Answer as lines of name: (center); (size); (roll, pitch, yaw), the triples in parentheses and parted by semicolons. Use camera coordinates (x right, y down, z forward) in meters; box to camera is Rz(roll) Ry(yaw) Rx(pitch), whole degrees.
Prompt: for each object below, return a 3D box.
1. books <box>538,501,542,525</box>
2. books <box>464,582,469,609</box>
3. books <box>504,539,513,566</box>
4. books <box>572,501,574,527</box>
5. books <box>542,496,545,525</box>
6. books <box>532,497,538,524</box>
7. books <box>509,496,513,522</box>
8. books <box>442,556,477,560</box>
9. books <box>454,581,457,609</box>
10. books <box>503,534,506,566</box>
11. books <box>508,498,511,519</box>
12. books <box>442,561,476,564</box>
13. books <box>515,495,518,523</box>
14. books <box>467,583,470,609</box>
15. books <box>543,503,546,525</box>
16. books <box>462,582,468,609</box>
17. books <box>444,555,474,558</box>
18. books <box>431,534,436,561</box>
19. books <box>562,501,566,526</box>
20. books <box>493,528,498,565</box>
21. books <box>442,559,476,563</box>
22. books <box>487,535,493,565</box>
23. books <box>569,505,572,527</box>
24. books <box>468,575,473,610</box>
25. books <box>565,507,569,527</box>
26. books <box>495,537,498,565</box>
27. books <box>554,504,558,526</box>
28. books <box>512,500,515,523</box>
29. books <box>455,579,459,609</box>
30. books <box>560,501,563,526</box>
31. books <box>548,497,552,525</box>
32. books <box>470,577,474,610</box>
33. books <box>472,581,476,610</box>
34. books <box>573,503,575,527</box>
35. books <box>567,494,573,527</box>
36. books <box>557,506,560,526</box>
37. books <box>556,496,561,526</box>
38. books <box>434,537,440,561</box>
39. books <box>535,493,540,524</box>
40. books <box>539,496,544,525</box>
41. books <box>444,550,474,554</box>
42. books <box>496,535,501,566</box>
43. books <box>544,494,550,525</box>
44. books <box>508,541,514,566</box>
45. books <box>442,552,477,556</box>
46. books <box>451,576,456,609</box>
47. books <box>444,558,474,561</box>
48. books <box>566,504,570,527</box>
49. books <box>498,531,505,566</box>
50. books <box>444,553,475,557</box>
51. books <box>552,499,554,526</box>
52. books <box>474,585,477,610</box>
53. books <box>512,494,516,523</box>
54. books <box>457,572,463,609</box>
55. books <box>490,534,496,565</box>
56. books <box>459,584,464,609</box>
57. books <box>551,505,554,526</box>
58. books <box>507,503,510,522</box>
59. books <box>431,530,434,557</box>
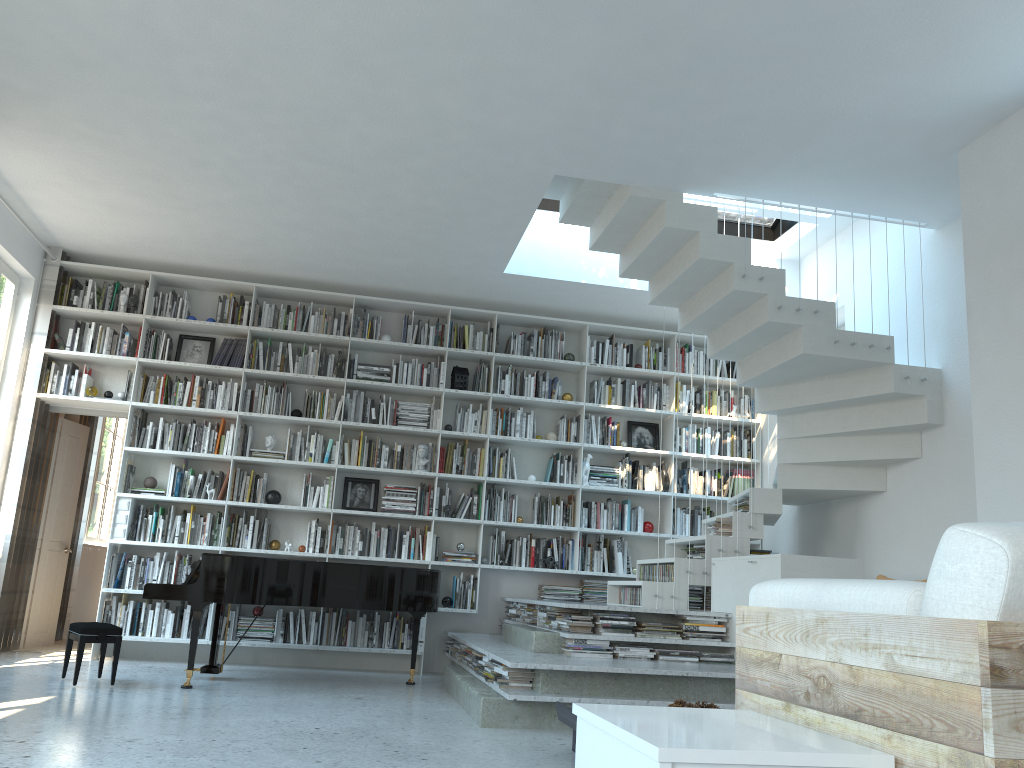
books: (0.235, 1.142, 7.798); (0.016, 0.215, 0.178); (6, -13, -10)
books: (-0.388, 1.778, 7.460); (0.012, 0.225, 0.149); (6, -13, -10)
books: (-0.046, 1.466, 7.683); (0.065, 0.231, 0.162); (6, -13, -10)
books: (0.517, 1.164, 7.874); (0.019, 0.240, 0.134); (6, -13, -10)
books: (0.261, 1.126, 7.820); (0.008, 0.258, 0.159); (6, -13, -10)
books: (0.201, 1.124, 7.811); (0.019, 0.251, 0.130); (6, -13, -10)
books: (-0.020, 1.107, 7.766); (0.015, 0.237, 0.177); (6, -13, -10)
books: (-0.451, 1.484, 7.547); (0.285, 0.012, 0.160); (5, -13, -7)
books: (-0.485, 1.768, 7.452); (0.012, 0.228, 0.129); (6, -13, -10)
books: (-0.081, 1.438, 7.676); (0.010, 0.276, 0.174); (6, -13, -10)
books: (-0.033, 1.116, 7.772); (0.008, 0.222, 0.134); (6, -13, -10)
books: (-0.453, 1.519, 7.539); (0.285, 0.012, 0.160); (5, -13, -7)
books: (0.022, 1.106, 7.777); (0.013, 0.250, 0.173); (6, -13, -10)
books: (-0.374, 1.782, 7.444); (0.011, 0.211, 0.179); (6, -13, -10)
books: (0.275, 1.157, 7.836); (0.031, 0.208, 0.122); (6, -13, -10)
books: (-0.404, 1.773, 7.441); (0.026, 0.224, 0.175); (6, -13, -10)
books: (-0.451, 1.473, 7.554); (0.254, 0.012, 0.161); (5, -13, -5)
books: (-0.677, 1.405, 7.586); (0.027, 0.228, 0.141); (6, -13, -10)
books: (0.448, 1.159, 7.850); (0.021, 0.231, 0.155); (6, -13, -10)
books: (-0.154, 1.410, 7.659); (0.010, 0.315, 0.187); (6, -13, -10)
books: (-0.453, 1.508, 7.546); (0.285, 0.012, 0.160); (5, -13, -5)
books: (-0.193, 1.440, 7.664); (0.012, 0.253, 0.161); (6, -13, -10)
books: (0.497, 1.176, 7.848); (0.013, 0.203, 0.159); (6, -13, -10)
books: (-0.357, 1.750, 7.462); (0.021, 0.284, 0.173); (6, -13, -10)
books: (0.470, 1.180, 7.822); (0.016, 0.180, 0.189); (6, -13, -10)
books: (-0.149, 1.453, 7.677); (0.015, 0.240, 0.153); (6, -13, -10)
books: (0.375, 1.167, 7.823); (0.015, 0.194, 0.176); (6, -13, -10)
books: (-0.006, 1.123, 7.762); (0.014, 0.207, 0.181); (6, -13, -10)
books: (-0.468, 1.758, 7.439); (0.014, 0.245, 0.176); (6, -13, -10)
books: (0.416, 1.154, 7.832); (0.018, 0.229, 0.182); (6, -13, -10)
books: (0.320, 1.132, 7.810); (0.018, 0.250, 0.184); (6, -13, -10)
books: (-0.344, 1.763, 7.484); (0.015, 0.270, 0.158); (6, -13, -10)
books: (-0.329, 1.780, 7.469); (0.013, 0.232, 0.149); (6, -13, -10)
books: (0.537, 1.174, 7.872); (0.009, 0.223, 0.146); (6, -13, -10)
books: (0.511, 1.131, 7.852); (0.007, 0.294, 0.162); (6, -13, -10)
books: (0.391, 1.174, 7.820); (0.019, 0.182, 0.191); (6, -13, -10)
books: (0.406, 1.131, 7.835); (0.006, 0.273, 0.173); (6, -13, -10)
books: (-0.649, 1.417, 7.592); (0.030, 0.210, 0.137); (6, -13, -10)
books: (0.217, 1.110, 7.830); (0.016, 0.289, 0.132); (6, -13, -10)
books: (0.249, 1.124, 7.819); (0.015, 0.261, 0.150); (6, -13, -10)
books: (-0.448, 1.436, 7.553); (0.254, 0.012, 0.161); (4, -13, -1)
books: (-0.126, 1.442, 7.658); (0.023, 0.255, 0.178); (6, -13, -10)
books: (0.304, 1.119, 7.836); (0.007, 0.284, 0.160); (6, -13, -10)
books: (-0.009, 1.477, 7.689); (0.011, 0.216, 0.176); (6, -13, -10)
books: (-0.449, 1.449, 7.557); (0.285, 0.012, 0.160); (5, -13, -6)
books: (-0.491, 1.748, 7.446); (0.005, 0.263, 0.162); (6, -13, -10)
books: (-0.452, 1.496, 7.546); (0.254, 0.012, 0.161); (4, -13, -4)
books: (0.481, 1.176, 7.855); (0.016, 0.204, 0.142); (6, -13, -10)
books: (-0.098, 1.426, 7.666); (0.030, 0.293, 0.189); (6, -13, -10)
books: (-0.449, 1.459, 7.546); (0.254, 0.012, 0.161); (6, -13, -10)
books: (0.350, 1.145, 7.843); (0.030, 0.244, 0.136); (6, -13, -10)
books: (-0.320, 1.797, 7.480); (0.012, 0.205, 0.161); (6, -13, -10)
books: (0.009, 1.100, 7.775); (0.014, 0.260, 0.142); (6, -13, -10)
books: (-0.448, 1.738, 7.467); (0.032, 0.299, 0.149); (6, -13, -10)
books: (-0.172, 1.434, 7.649); (0.023, 0.261, 0.187); (6, -13, -10)
books: (-0.428, 1.787, 7.459); (0.013, 0.202, 0.139); (6, -13, -10)
books: (0.336, 1.167, 7.805); (0.018, 0.182, 0.182); (6, -13, -10)
books: (-0.044, 1.136, 7.764); (0.013, 0.178, 0.141); (6, -13, -10)
books: (-0.694, 1.376, 7.589); (0.012, 0.284, 0.160); (6, -13, -10)
